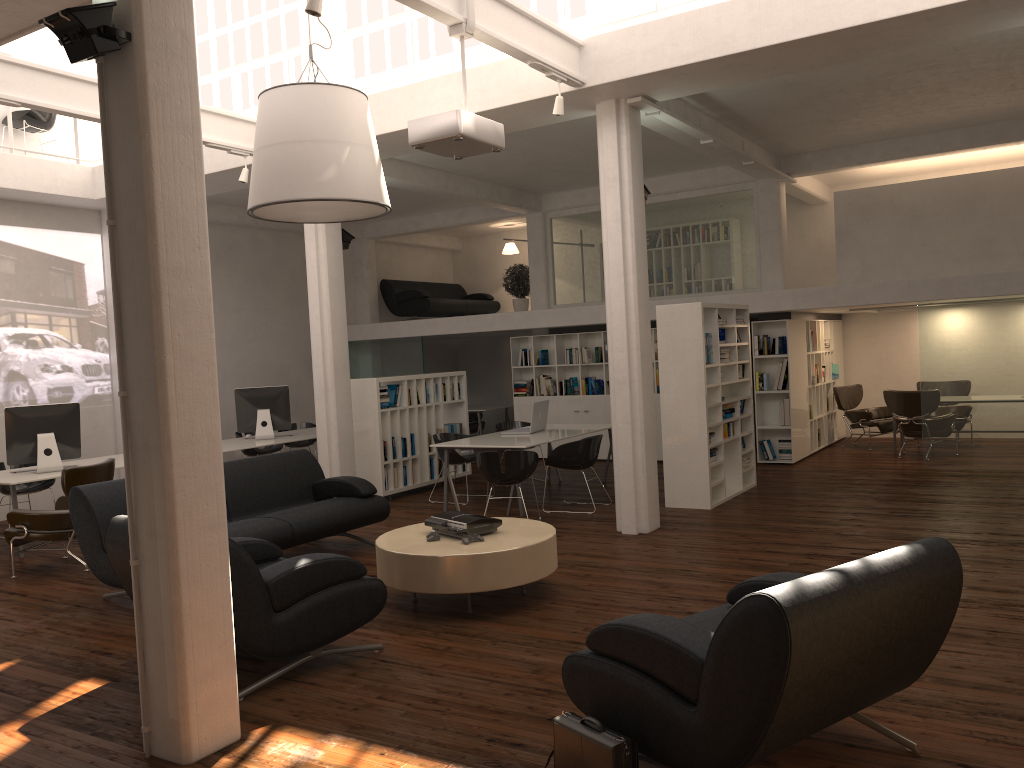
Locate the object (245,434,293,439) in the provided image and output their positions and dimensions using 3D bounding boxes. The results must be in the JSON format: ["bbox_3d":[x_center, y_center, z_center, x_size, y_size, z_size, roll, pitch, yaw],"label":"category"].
[{"bbox_3d":[-4.222,0.906,15.392,0.804,0.032,0.217,-4,2,-13],"label":"object"}]

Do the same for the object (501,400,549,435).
[{"bbox_3d":[0.209,0.505,13.651,0.557,0.470,0.702,-2,2,22],"label":"object"}]

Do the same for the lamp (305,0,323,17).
[{"bbox_3d":[-1.392,-2.758,6.203,0.136,0.357,0.117,-2,2,26],"label":"lamp"}]

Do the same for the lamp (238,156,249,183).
[{"bbox_3d":[-3.558,-2.836,11.725,0.136,0.357,0.117,-2,2,26],"label":"lamp"}]

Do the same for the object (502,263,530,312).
[{"bbox_3d":[0.187,-2.057,19.242,0.793,1.127,0.770,-2,2,30],"label":"object"}]

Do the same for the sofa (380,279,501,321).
[{"bbox_3d":[-1.718,-2.040,22.069,1.467,1.119,3.087,-2,2,32],"label":"sofa"}]

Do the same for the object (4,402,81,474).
[{"bbox_3d":[-6.121,0.711,11.614,0.886,0.888,0.347,-5,3,-38],"label":"object"}]

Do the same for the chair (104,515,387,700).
[{"bbox_3d":[-1.949,1.487,6.554,1.454,1.130,1.481,-1,3,43],"label":"chair"}]

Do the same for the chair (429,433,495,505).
[{"bbox_3d":[-0.792,1.250,13.387,0.757,1.004,0.795,-2,2,32],"label":"chair"}]

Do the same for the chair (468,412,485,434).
[{"bbox_3d":[-1.279,0.879,21.974,0.991,1.183,0.994,-2,2,32],"label":"chair"}]

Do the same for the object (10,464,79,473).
[{"bbox_3d":[-6.312,1.136,11.979,0.804,0.032,0.217,-5,3,-38],"label":"object"}]

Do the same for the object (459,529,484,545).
[{"bbox_3d":[-0.377,1.309,7.658,0.193,0.099,0.231,-4,2,-35],"label":"object"}]

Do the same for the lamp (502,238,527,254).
[{"bbox_3d":[0.778,-3.380,21.190,2.635,0.513,0.447,-1,3,41],"label":"lamp"}]

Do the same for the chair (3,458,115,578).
[{"bbox_3d":[-5.120,1.497,10.135,0.991,1.183,0.994,-3,2,7],"label":"chair"}]

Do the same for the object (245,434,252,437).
[{"bbox_3d":[-4.623,0.909,15.561,0.108,0.052,0.194,-3,2,-12],"label":"object"}]

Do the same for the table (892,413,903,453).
[{"bbox_3d":[8.687,0.701,15.454,3.900,0.947,1.040,-2,2,32],"label":"table"}]

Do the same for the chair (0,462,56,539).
[{"bbox_3d":[-6.948,1.607,12.550,0.757,1.004,0.795,-2,3,37],"label":"chair"}]

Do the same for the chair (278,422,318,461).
[{"bbox_3d":[-4.181,1.288,17.470,0.795,1.004,0.757,-4,2,-13],"label":"chair"}]

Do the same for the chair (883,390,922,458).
[{"bbox_3d":[7.118,0.659,15.425,0.991,1.183,0.994,-5,3,-43],"label":"chair"}]

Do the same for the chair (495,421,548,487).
[{"bbox_3d":[0.102,1.149,14.894,0.795,1.004,0.757,-4,2,-23],"label":"chair"}]

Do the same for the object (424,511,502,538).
[{"bbox_3d":[-0.443,1.266,8.030,0.471,0.163,0.558,-5,3,-38],"label":"object"}]

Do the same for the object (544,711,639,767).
[{"bbox_3d":[0.375,1.818,4.342,0.271,0.376,0.618,-5,3,-42],"label":"object"}]

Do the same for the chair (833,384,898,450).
[{"bbox_3d":[6.847,0.613,17.166,0.994,1.183,0.991,-5,3,-38],"label":"chair"}]

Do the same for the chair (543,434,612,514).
[{"bbox_3d":[0.886,1.204,12.135,0.757,1.004,0.795,-2,2,27],"label":"chair"}]

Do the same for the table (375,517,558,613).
[{"bbox_3d":[-0.398,1.635,7.989,1.616,0.570,1.616,-2,2,25],"label":"table"}]

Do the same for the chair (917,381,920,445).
[{"bbox_3d":[8.267,0.544,16.963,0.994,1.183,0.991,-2,2,27],"label":"chair"}]

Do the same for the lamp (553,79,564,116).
[{"bbox_3d":[0.481,-2.963,9.208,0.136,0.357,0.117,-1,3,38],"label":"lamp"}]

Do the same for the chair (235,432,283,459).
[{"bbox_3d":[-4.651,1.356,16.237,0.757,1.004,0.795,-2,2,32],"label":"chair"}]

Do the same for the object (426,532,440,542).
[{"bbox_3d":[-0.696,1.338,7.820,0.119,0.062,0.193,-3,2,-7],"label":"object"}]

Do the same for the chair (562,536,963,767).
[{"bbox_3d":[1.261,1.384,4.590,1.454,1.130,1.481,-5,2,-37],"label":"chair"}]

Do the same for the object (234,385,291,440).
[{"bbox_3d":[-4.198,0.492,14.970,0.886,0.888,0.347,-4,2,-13],"label":"object"}]

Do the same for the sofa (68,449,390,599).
[{"bbox_3d":[-2.849,1.438,9.484,1.467,1.119,3.087,-2,2,32],"label":"sofa"}]

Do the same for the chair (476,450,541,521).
[{"bbox_3d":[-0.057,1.291,11.085,0.795,1.004,0.757,-3,2,7],"label":"chair"}]

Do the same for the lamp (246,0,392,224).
[{"bbox_3d":[-1.983,-3.808,8.582,1.386,4.284,1.386,-5,3,-44],"label":"lamp"}]
